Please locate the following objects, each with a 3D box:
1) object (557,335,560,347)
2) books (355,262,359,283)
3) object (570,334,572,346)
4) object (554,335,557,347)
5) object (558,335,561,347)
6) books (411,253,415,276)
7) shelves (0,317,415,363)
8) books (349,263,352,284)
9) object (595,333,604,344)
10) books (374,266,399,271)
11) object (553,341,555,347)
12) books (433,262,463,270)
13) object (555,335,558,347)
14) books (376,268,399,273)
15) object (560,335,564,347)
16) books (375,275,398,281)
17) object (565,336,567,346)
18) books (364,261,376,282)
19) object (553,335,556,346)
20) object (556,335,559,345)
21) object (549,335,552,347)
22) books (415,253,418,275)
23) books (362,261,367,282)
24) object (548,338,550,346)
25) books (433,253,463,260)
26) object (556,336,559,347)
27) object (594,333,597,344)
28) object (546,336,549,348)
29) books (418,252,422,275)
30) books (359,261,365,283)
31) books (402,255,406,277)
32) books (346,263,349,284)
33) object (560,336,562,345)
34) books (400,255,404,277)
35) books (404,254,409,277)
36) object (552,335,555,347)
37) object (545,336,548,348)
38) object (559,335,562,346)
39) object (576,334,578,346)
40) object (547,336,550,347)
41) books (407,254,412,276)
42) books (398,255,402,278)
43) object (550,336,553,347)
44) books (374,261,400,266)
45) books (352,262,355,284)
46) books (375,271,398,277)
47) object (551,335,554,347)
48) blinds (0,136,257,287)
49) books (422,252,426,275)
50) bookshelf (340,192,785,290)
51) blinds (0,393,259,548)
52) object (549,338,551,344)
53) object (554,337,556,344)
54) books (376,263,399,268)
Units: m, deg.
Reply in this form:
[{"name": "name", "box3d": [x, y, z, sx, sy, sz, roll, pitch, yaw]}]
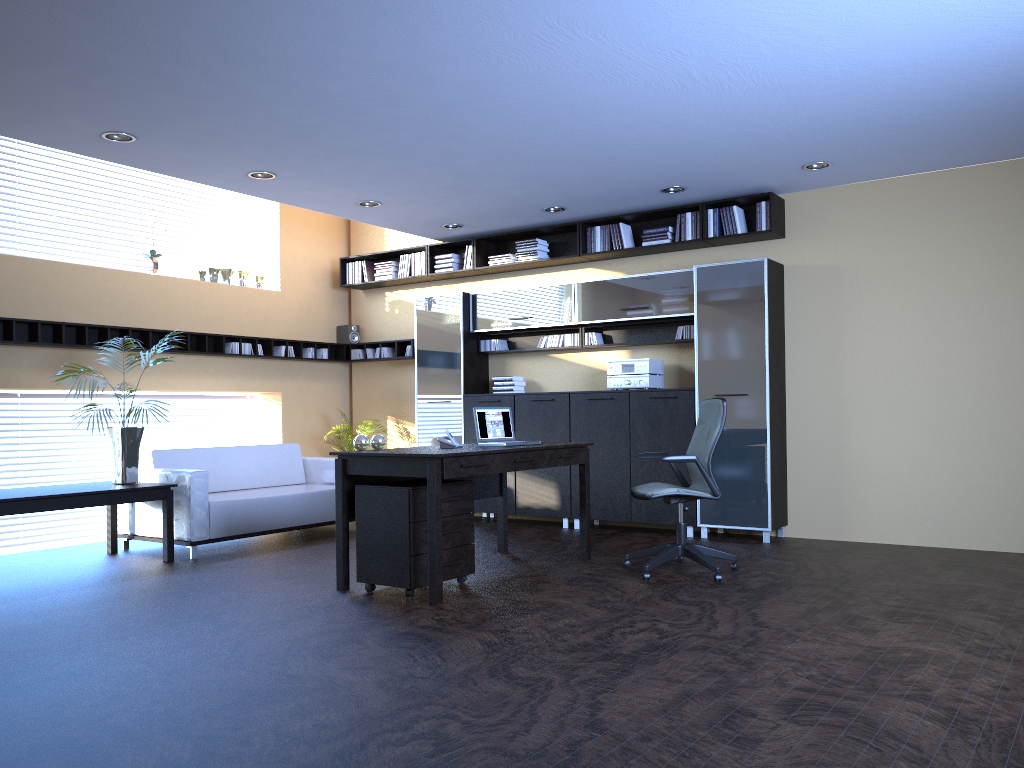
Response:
[{"name": "object", "box3d": [0.505, -0.432, 8.970, 0.040, 0.118, 0.142, -1, -1, 34]}, {"name": "books", "box3d": [-1.756, -1.294, 10.426, 0.050, 0.258, 0.207, -1, -1, 35]}, {"name": "object", "box3d": [0.625, -0.437, 8.884, 0.009, 0.120, 0.142, -1, -1, 34]}, {"name": "object", "box3d": [0.478, -0.431, 8.984, 0.040, 0.118, 0.142, -1, -1, 34]}, {"name": "object", "box3d": [0.515, -0.432, 8.967, 0.040, 0.118, 0.142, -1, -1, 34]}, {"name": "books", "box3d": [-1.046, -1.320, 9.942, 0.050, 0.258, 0.207, -1, -1, 35]}, {"name": "shelves", "box3d": [-3.390, -0.442, 7.776, 1.249, 0.213, 6.623, -2, -2, 34]}, {"name": "books", "box3d": [-1.840, -1.291, 10.487, 0.050, 0.258, 0.207, -1, -1, 34]}, {"name": "object", "box3d": [0.857, -0.443, 8.734, 0.040, 0.118, 0.142, -1, -1, 34]}, {"name": "books", "box3d": [-1.418, -1.322, 10.186, 0.258, 0.028, 0.207, -2, -2, 35]}, {"name": "object", "box3d": [0.473, -0.431, 8.995, 0.040, 0.118, 0.142, -1, -1, 34]}, {"name": "books", "box3d": [-0.695, -1.279, 9.694, 0.258, 0.050, 0.207, -2, -2, 34]}, {"name": "object", "box3d": [0.488, -0.431, 8.980, 0.036, 0.116, 0.140, -1, -1, 34]}, {"name": "books", "box3d": [-1.397, -1.294, 10.196, 0.258, 0.028, 0.207, -2, -2, 34]}, {"name": "object", "box3d": [0.539, -0.433, 8.948, 0.040, 0.118, 0.142, -1, -1, 34]}, {"name": "books", "box3d": [-1.408, -1.202, 10.184, 0.258, 0.050, 0.207, -2, -2, 35]}, {"name": "object", "box3d": [0.578, -0.435, 8.924, 0.009, 0.120, 0.142, -1, -1, 34]}, {"name": "books", "box3d": [-1.636, -1.299, 10.342, 0.075, 0.259, 0.207, -1, -1, 34]}, {"name": "object", "box3d": [0.462, -0.430, 8.996, 0.036, 0.116, 0.140, -1, -1, 34]}, {"name": "object", "box3d": [0.490, -0.431, 8.984, 0.040, 0.118, 0.142, -1, -1, 34]}, {"name": "object", "box3d": [0.429, -0.429, 9.020, 0.040, 0.118, 0.142, -1, -1, 34]}, {"name": "books", "box3d": [-1.004, -1.321, 9.912, 0.050, 0.258, 0.207, -1, -1, 34]}, {"name": "books", "box3d": [-1.659, -1.298, 10.364, 0.075, 0.259, 0.207, -1, -1, 34]}, {"name": "object", "box3d": [0.414, -0.429, 9.032, 0.036, 0.116, 0.140, -1, -1, 34]}, {"name": "books", "box3d": [-0.701, -1.380, 9.704, 0.258, 0.050, 0.207, -2, -2, 34]}, {"name": "object", "box3d": [0.500, -0.432, 8.981, 0.040, 0.118, 0.142, -1, -1, 34]}, {"name": "object", "box3d": [0.856, -0.443, 8.732, 0.036, 0.116, 0.140, -1, -1, 35]}, {"name": "object", "box3d": [0.396, -0.428, 9.044, 0.040, 0.118, 0.142, -1, -1, 34]}, {"name": "books", "box3d": [-0.965, -1.323, 9.876, 0.050, 0.258, 0.207, -1, -1, 35]}, {"name": "books", "box3d": [-1.713, -1.296, 10.397, 0.050, 0.258, 0.207, -1, -1, 34]}, {"name": "books", "box3d": [-1.156, -1.316, 10.008, 0.075, 0.259, 0.207, -1, -1, 35]}, {"name": "books", "box3d": [-1.885, -1.290, 10.514, 0.050, 0.258, 0.207, -1, -1, 34]}, {"name": "object", "box3d": [0.529, -0.433, 8.952, 0.036, 0.116, 0.140, -1, -1, 34]}, {"name": "books", "box3d": [-1.182, -1.315, 10.027, 0.075, 0.259, 0.207, -1, -1, 34]}, {"name": "books", "box3d": [-1.129, -1.317, 9.991, 0.075, 0.259, 0.207, -1, -1, 34]}, {"name": "object", "box3d": [0.457, -0.430, 9.008, 0.040, 0.118, 0.142, -1, -1, 35]}, {"name": "object", "box3d": [0.388, -0.428, 9.049, 0.040, 0.118, 0.142, -1, -1, 34]}, {"name": "object", "box3d": [0.523, -0.433, 8.961, 0.040, 0.118, 0.142, -1, -1, 34]}, {"name": "object", "box3d": [0.684, -0.439, 8.846, 0.009, 0.120, 0.142, -1, -1, 35]}, {"name": "object", "box3d": [0.407, -0.428, 9.041, 0.036, 0.116, 0.140, -1, -1, 34]}, {"name": "books", "box3d": [-1.094, -1.318, 9.986, 0.075, 0.259, 0.207, -1, -1, 34]}, {"name": "books", "box3d": [-1.204, -1.314, 10.050, 0.075, 0.259, 0.207, -1, -1, 34]}, {"name": "object", "box3d": [0.441, -0.429, 9.018, 0.036, 0.116, 0.140, -1, -1, 34]}, {"name": "books", "box3d": [-1.418, -1.378, 10.203, 0.258, 0.028, 0.207, -2, -2, 34]}, {"name": "books", "box3d": [-1.804, -1.293, 10.449, 0.050, 0.258, 0.207, -1, -1, 33]}, {"name": "books", "box3d": [-1.414, -1.253, 10.195, 0.258, 0.050, 0.207, -2, -2, 34]}, {"name": "object", "box3d": [0.448, -0.430, 9.011, 0.040, 0.118, 0.142, -1, -1, 34]}, {"name": "blinds", "box3d": [-4.475, -1.811, 7.978, 0.039, 1.460, 5.392, -1, -2, 34]}, {"name": "books", "box3d": [-0.922, -1.324, 9.847, 0.050, 0.258, 0.207, -1, -1, 34]}, {"name": "bookshelf", "box3d": [0.192, -1.382, 9.113, 5.126, 0.340, 0.361, -2, -2, 34]}, {"name": "blinds", "box3d": [-4.440, 0.765, 7.962, 0.047, 1.367, 5.392, -1, -2, 34]}, {"name": "object", "box3d": [0.423, -0.429, 9.029, 0.036, 0.116, 0.140, -1, -1, 35]}, {"name": "object", "box3d": [0.472, -0.431, 8.993, 0.036, 0.116, 0.140, -1, -1, 34]}, {"name": "books", "box3d": [-1.399, -1.351, 10.192, 0.258, 0.028, 0.207, -2, -2, 34]}]
